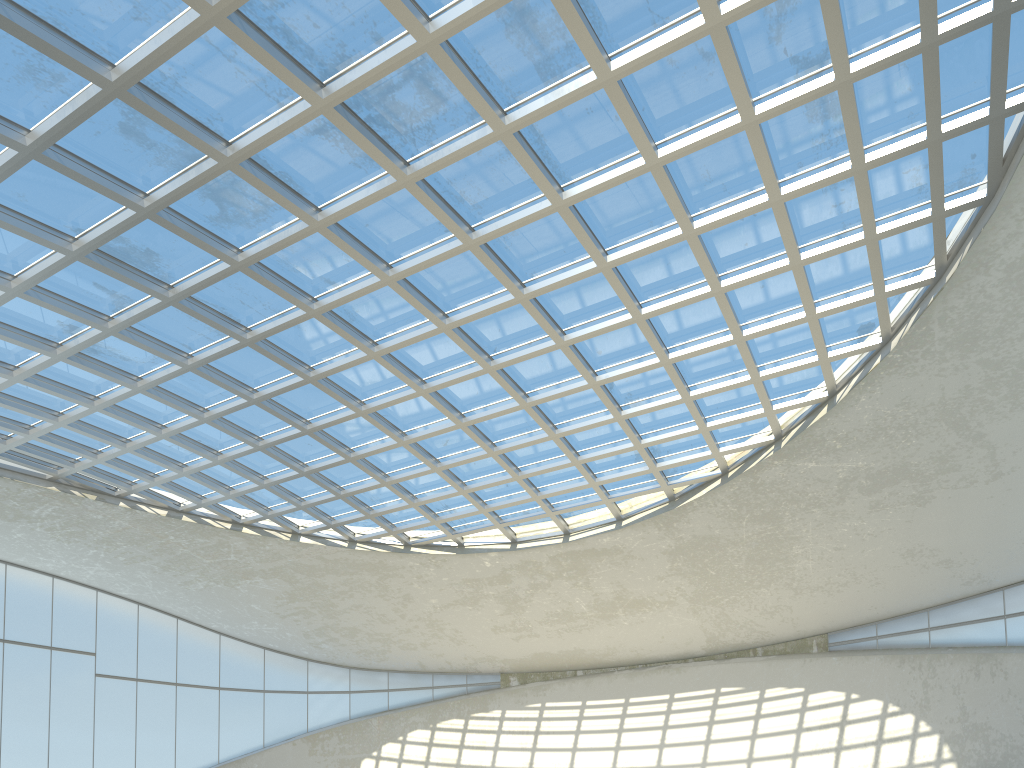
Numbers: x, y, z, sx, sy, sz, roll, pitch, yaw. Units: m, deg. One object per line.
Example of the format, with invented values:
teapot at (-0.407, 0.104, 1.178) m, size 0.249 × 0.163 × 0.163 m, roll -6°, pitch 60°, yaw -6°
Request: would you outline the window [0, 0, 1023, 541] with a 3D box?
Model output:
window at (-13.489, -1.344, 46.178) m, size 79.943 × 10.192 × 85.209 m, roll -16°, pitch -32°, yaw 26°
